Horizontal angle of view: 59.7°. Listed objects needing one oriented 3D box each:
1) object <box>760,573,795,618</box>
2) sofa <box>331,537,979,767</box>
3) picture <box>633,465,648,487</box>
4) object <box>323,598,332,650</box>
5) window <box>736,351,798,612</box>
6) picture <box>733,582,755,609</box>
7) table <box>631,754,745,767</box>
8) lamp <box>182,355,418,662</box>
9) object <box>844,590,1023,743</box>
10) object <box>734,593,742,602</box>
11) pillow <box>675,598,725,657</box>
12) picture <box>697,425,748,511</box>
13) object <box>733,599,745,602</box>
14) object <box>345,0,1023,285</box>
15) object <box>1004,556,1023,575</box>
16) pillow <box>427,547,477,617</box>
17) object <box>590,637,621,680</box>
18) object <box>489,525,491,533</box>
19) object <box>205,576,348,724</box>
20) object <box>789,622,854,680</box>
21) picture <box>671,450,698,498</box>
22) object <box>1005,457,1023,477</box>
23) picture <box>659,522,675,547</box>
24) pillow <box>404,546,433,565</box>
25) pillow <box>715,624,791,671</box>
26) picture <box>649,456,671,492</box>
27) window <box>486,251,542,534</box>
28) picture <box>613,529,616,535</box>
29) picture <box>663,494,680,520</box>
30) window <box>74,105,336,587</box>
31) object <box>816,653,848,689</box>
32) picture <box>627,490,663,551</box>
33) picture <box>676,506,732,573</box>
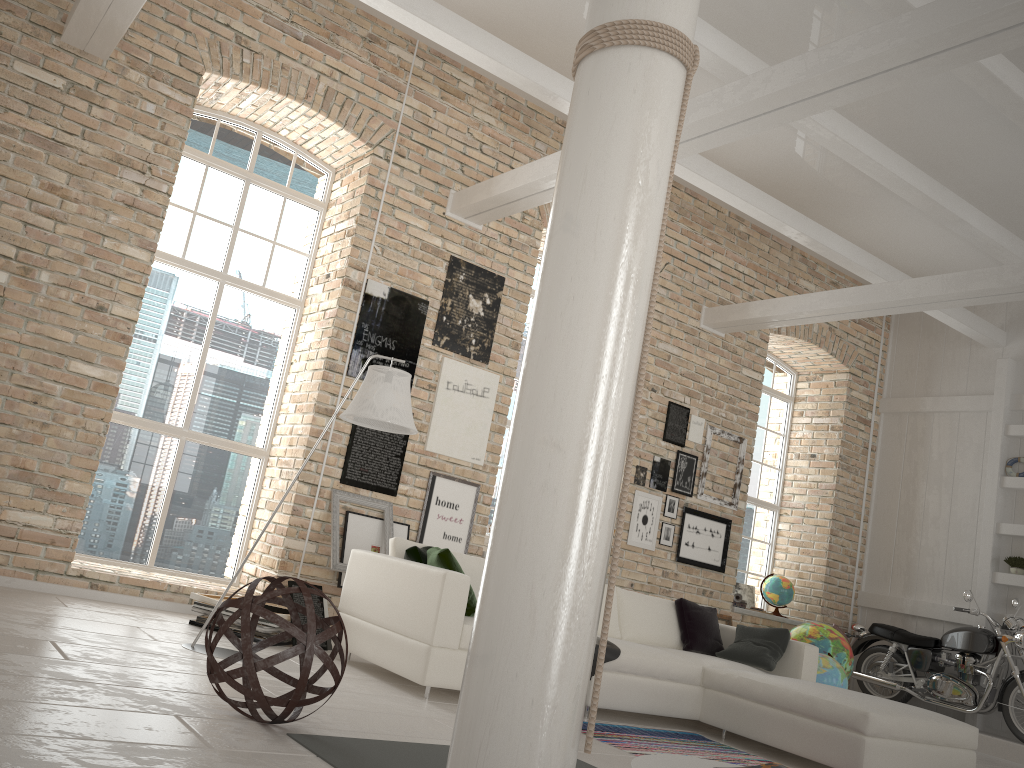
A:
[{"bbox_3d":[2.912,2.319,9.763,0.313,0.463,0.348,17,-12,-27],"label":"object"},{"bbox_3d":[0.859,1.701,5.435,3.094,0.838,2.307,19,-13,-32],"label":"sofa"},{"bbox_3d":[1.207,0.862,8.371,0.127,0.178,0.009,16,-12,-25],"label":"picture"},{"bbox_3d":[-1.274,1.552,5.784,0.166,0.330,0.253,4,-13,34],"label":"object"},{"bbox_3d":[6.139,0.769,5.298,1.349,2.977,12.153,18,-13,-34],"label":"window"},{"bbox_3d":[2.596,2.392,10.001,0.371,0.291,0.072,18,-13,-31],"label":"picture"},{"bbox_3d":[0.717,1.187,2.081,0.877,0.341,0.948,16,-12,-19],"label":"table"},{"bbox_3d":[-1.111,0.649,4.943,1.011,1.768,0.448,10,-10,3],"label":"lamp"},{"bbox_3d":[4.319,2.650,8.722,0.765,1.323,2.313,19,-13,-38],"label":"object"},{"bbox_3d":[2.320,2.236,9.350,0.096,0.089,0.470,10,-12,5],"label":"object"},{"bbox_3d":[1.409,1.831,6.665,0.403,0.388,0.257,18,-13,-31],"label":"pillow"},{"bbox_3d":[2.108,0.844,8.943,0.570,0.746,0.027,18,-12,-31],"label":"picture"},{"bbox_3d":[2.301,2.244,9.315,0.201,0.020,0.169,19,-14,-32],"label":"object"},{"bbox_3d":[3.343,-0.228,3.595,9.561,4.778,12.596,19,-13,-33],"label":"object"},{"bbox_3d":[4.958,1.780,8.740,0.243,0.179,0.240,6,-12,27],"label":"object"},{"bbox_3d":[-0.350,1.134,5.155,0.300,0.342,0.425,13,-11,-9],"label":"pillow"},{"bbox_3d":[0.087,1.659,5.382,0.843,0.462,0.825,19,-14,-34],"label":"object"},{"bbox_3d":[-0.128,1.269,7.744,0.141,0.137,0.145,13,-11,-6],"label":"object"},{"bbox_3d":[-0.900,1.013,3.416,0.579,0.541,0.506,4,-13,32],"label":"object"},{"bbox_3d":[2.960,2.776,8.704,0.697,0.920,0.617,5,-12,32],"label":"object"},{"bbox_3d":[1.683,0.874,8.668,0.276,0.408,0.011,18,-12,-31],"label":"picture"},{"bbox_3d":[5.126,0.845,9.014,0.066,0.228,0.250,20,-14,-42],"label":"object"},{"bbox_3d":[1.482,1.440,8.514,0.166,0.212,0.012,18,-12,-31],"label":"picture"},{"bbox_3d":[-0.505,1.168,5.407,0.324,0.363,0.400,9,-11,12],"label":"pillow"},{"bbox_3d":[1.720,1.848,6.338,0.444,0.304,0.320,0,-16,46],"label":"pillow"},{"bbox_3d":[1.413,0.859,8.503,0.217,0.305,0.015,18,-12,-31],"label":"picture"},{"bbox_3d":[3.684,-0.074,3.768,1.349,2.977,12.153,18,-13,-34],"label":"window"},{"bbox_3d":[0.742,1.537,8.220,0.163,0.458,0.385,18,-13,-34],"label":"picture"},{"bbox_3d":[1.530,1.181,8.562,0.166,0.212,0.012,18,-12,-31],"label":"picture"},{"bbox_3d":[1.144,-0.603,2.164,1.348,3.641,12.153,18,-13,-34],"label":"window"},{"bbox_3d":[2.603,2.597,7.591,0.457,0.629,0.440,10,-11,7],"label":"object"},{"bbox_3d":[1.250,1.282,8.369,0.345,0.512,0.014,18,-12,-31],"label":"picture"},{"bbox_3d":[1.885,1.535,8.759,0.674,0.533,0.033,18,-13,-31],"label":"picture"}]
